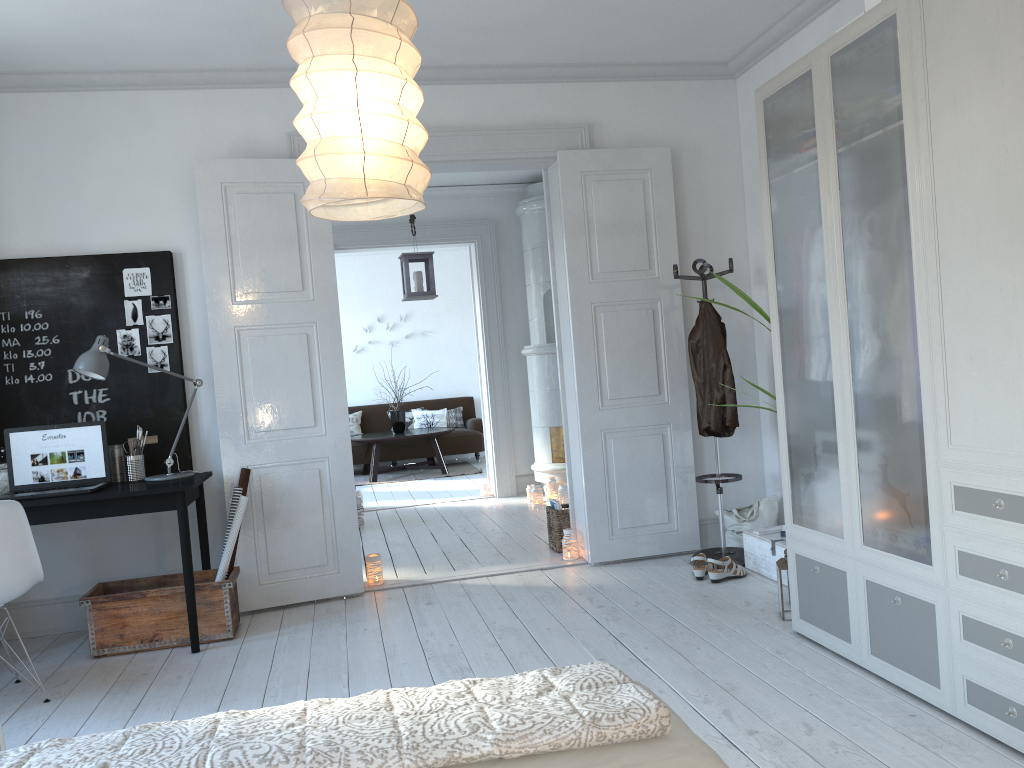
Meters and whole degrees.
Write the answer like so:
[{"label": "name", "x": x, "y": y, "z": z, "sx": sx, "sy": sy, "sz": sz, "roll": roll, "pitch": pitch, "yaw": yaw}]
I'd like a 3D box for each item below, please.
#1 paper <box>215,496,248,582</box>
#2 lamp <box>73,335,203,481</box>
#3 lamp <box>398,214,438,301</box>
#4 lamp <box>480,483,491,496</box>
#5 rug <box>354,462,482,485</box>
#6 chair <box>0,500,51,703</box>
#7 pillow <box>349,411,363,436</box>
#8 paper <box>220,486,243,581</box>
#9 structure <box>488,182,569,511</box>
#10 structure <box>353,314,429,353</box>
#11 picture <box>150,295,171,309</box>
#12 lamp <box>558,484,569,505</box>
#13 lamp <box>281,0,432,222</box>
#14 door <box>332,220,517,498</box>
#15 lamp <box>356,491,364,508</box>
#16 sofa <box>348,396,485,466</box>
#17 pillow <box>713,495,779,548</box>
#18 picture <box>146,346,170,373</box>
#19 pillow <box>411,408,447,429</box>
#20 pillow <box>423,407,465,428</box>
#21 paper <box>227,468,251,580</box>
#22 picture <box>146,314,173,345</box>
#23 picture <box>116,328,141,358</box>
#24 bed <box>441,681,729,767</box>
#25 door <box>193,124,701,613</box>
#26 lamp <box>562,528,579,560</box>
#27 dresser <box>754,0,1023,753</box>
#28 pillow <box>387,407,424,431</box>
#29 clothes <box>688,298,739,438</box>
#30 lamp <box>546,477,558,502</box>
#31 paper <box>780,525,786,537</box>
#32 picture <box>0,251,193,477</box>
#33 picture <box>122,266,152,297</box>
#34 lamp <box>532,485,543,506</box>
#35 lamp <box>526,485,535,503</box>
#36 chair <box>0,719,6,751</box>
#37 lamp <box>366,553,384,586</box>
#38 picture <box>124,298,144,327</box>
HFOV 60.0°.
[{"label": "paper", "x": -1.394, "y": 0.868, "z": 4.306, "sx": 0.283, "sy": 0.627, "sz": 0.041, "roll": -6, "pitch": 2, "yaw": -33}, {"label": "lamp", "x": -1.788, "y": 0.117, "z": 4.307, "sx": 0.616, "sy": 0.716, "sz": 0.230, "roll": -6, "pitch": 2, "yaw": -40}, {"label": "lamp", "x": -0.731, "y": -1.485, "z": 6.309, "sx": 0.228, "sy": 1.763, "sz": 0.228, "roll": -5, "pitch": 2, "yaw": -14}, {"label": "lamp", "x": -0.246, "y": 0.975, "z": 8.170, "sx": 0.093, "sy": 0.110, "sz": 0.093, "roll": -5, "pitch": 2, "yaw": 6}, {"label": "rug", "x": -1.293, "y": 1.057, "z": 10.616, "sx": 1.709, "sy": 0.055, "sz": 1.456, "roll": -5, "pitch": 1, "yaw": -11}, {"label": "chair", "x": -2.107, "y": 0.861, "z": 3.481, "sx": 0.554, "sy": 0.824, "sz": 0.474, "roll": -3, "pitch": 2, "yaw": 44}, {"label": "pillow", "x": -2.156, "y": 0.549, "z": 11.322, "sx": 0.519, "sy": 0.367, "sz": 0.239, "roll": -5, "pitch": 2, "yaw": -12}, {"label": "paper", "x": -1.407, "y": 0.851, "z": 4.364, "sx": 0.043, "sy": 0.669, "sz": 0.266, "roll": -3, "pitch": 2, "yaw": 34}, {"label": "structure", "x": 0.352, "y": -0.335, "z": 7.698, "sx": 0.801, "sy": 2.829, "sz": 1.246, "roll": -3, "pitch": 2, "yaw": 34}, {"label": "structure", "x": -1.612, "y": -0.683, "z": 11.769, "sx": 1.025, "sy": 0.478, "sz": 0.085, "roll": -5, "pitch": 2, "yaw": -11}, {"label": "picture", "x": -1.811, "y": -0.423, "z": 4.571, "sx": 0.095, "sy": 0.071, "sz": 0.001, "roll": -5, "pitch": 2, "yaw": -11}, {"label": "lamp", "x": 0.430, "y": 0.915, "z": 7.311, "sx": 0.089, "sy": 0.166, "sz": 0.089, "roll": -5, "pitch": 2, "yaw": -12}, {"label": "lamp", "x": -0.419, "y": -1.054, "z": 2.257, "sx": 0.339, "sy": 1.232, "sz": 0.340, "roll": -4, "pitch": 2, "yaw": 20}, {"label": "door", "x": -0.903, "y": -0.158, "z": 8.004, "sx": 2.598, "sy": 2.507, "sz": 0.577, "roll": -5, "pitch": 2, "yaw": -11}, {"label": "lamp", "x": -1.380, "y": 1.043, "z": 7.955, "sx": 0.089, "sy": 0.166, "sz": 0.089, "roll": -5, "pitch": 2, "yaw": -12}, {"label": "sofa", "x": -1.469, "y": 0.660, "z": 11.351, "sx": 2.164, "sy": 0.825, "sz": 0.968, "roll": -5, "pitch": 1, "yaw": -11}, {"label": "pillow", "x": 1.364, "y": 0.803, "z": 5.129, "sx": 0.317, "sy": 0.314, "sz": 0.273, "roll": -5, "pitch": 2, "yaw": -10}, {"label": "picture", "x": -1.826, "y": -0.130, "z": 4.572, "sx": 0.103, "sy": 0.136, "sz": 0.001, "roll": -5, "pitch": 2, "yaw": -11}, {"label": "pillow", "x": -1.059, "y": 0.459, "z": 11.422, "sx": 0.470, "sy": 0.309, "sz": 0.188, "roll": -5, "pitch": 2, "yaw": -11}, {"label": "pillow", "x": -0.884, "y": 0.455, "z": 11.571, "sx": 0.542, "sy": 0.288, "sz": 0.183, "roll": -5, "pitch": 2, "yaw": -10}, {"label": "paper", "x": -1.399, "y": 0.806, "z": 4.436, "sx": 0.048, "sy": 0.747, "sz": 0.297, "roll": -3, "pitch": 2, "yaw": 34}, {"label": "picture", "x": -1.818, "y": -0.284, "z": 4.571, "sx": 0.121, "sy": 0.153, "sz": 0.002, "roll": -5, "pitch": 2, "yaw": -11}, {"label": "picture", "x": -1.963, "y": -0.211, "z": 4.543, "sx": 0.107, "sy": 0.150, "sz": 0.001, "roll": -5, "pitch": 2, "yaw": -11}, {"label": "bed", "x": -0.323, "y": 0.651, "z": 0.641, "sx": 1.887, "sy": 1.047, "sz": 2.176, "roll": -5, "pitch": 1, "yaw": -11}, {"label": "door", "x": -0.312, "y": -0.155, "z": 5.047, "sx": 2.598, "sy": 2.507, "sz": 0.577, "roll": -5, "pitch": 2, "yaw": -11}, {"label": "lamp", "x": 0.340, "y": 0.945, "z": 5.223, "sx": 0.092, "sy": 0.180, "sz": 0.093, "roll": -6, "pitch": 2, "yaw": -28}, {"label": "dresser", "x": 1.479, "y": -0.110, "z": 2.906, "sx": 0.630, "sy": 2.164, "sz": 1.432, "roll": -5, "pitch": 2, "yaw": -11}, {"label": "pillow", "x": -1.359, "y": 0.493, "z": 11.440, "sx": 0.472, "sy": 0.348, "sz": 0.158, "roll": -5, "pitch": 2, "yaw": -13}, {"label": "clothes", "x": 1.089, "y": -0.085, "z": 4.807, "sx": 0.237, "sy": 0.770, "sz": 0.211, "roll": -4, "pitch": 2, "yaw": 22}, {"label": "lamp", "x": 0.339, "y": 0.897, "z": 7.544, "sx": 0.098, "sy": 0.210, "sz": 0.098, "roll": -5, "pitch": 2, "yaw": -7}, {"label": "paper", "x": 1.481, "y": 0.744, "z": 4.491, "sx": 0.222, "sy": 0.031, "sz": 0.175, "roll": -4, "pitch": 1, "yaw": 21}, {"label": "picture", "x": -2.186, "y": -0.066, "z": 4.533, "sx": 0.952, "sy": 1.173, "sz": 0.064, "roll": -5, "pitch": 2, "yaw": -11}, {"label": "picture", "x": -1.919, "y": -0.528, "z": 4.546, "sx": 0.147, "sy": 0.154, "sz": 0.004, "roll": -5, "pitch": 2, "yaw": -11}, {"label": "lamp", "x": 0.212, "y": 0.932, "z": 7.384, "sx": 0.089, "sy": 0.166, "sz": 0.089, "roll": -5, "pitch": 2, "yaw": -10}, {"label": "lamp", "x": 0.168, "y": 0.941, "z": 7.611, "sx": 0.084, "sy": 0.146, "sz": 0.084, "roll": -5, "pitch": 2, "yaw": -7}, {"label": "chair", "x": -1.805, "y": 0.868, "z": 2.471, "sx": 0.562, "sy": 0.798, "sz": 0.524, "roll": -5, "pitch": 2, "yaw": -11}, {"label": "lamp", "x": -0.774, "y": 1.044, "z": 4.991, "sx": 0.089, "sy": 0.166, "sz": 0.089, "roll": -5, "pitch": 2, "yaw": -19}, {"label": "picture", "x": -1.939, "y": -0.366, "z": 4.546, "sx": 0.083, "sy": 0.146, "sz": 0.002, "roll": -5, "pitch": 2, "yaw": -11}]
